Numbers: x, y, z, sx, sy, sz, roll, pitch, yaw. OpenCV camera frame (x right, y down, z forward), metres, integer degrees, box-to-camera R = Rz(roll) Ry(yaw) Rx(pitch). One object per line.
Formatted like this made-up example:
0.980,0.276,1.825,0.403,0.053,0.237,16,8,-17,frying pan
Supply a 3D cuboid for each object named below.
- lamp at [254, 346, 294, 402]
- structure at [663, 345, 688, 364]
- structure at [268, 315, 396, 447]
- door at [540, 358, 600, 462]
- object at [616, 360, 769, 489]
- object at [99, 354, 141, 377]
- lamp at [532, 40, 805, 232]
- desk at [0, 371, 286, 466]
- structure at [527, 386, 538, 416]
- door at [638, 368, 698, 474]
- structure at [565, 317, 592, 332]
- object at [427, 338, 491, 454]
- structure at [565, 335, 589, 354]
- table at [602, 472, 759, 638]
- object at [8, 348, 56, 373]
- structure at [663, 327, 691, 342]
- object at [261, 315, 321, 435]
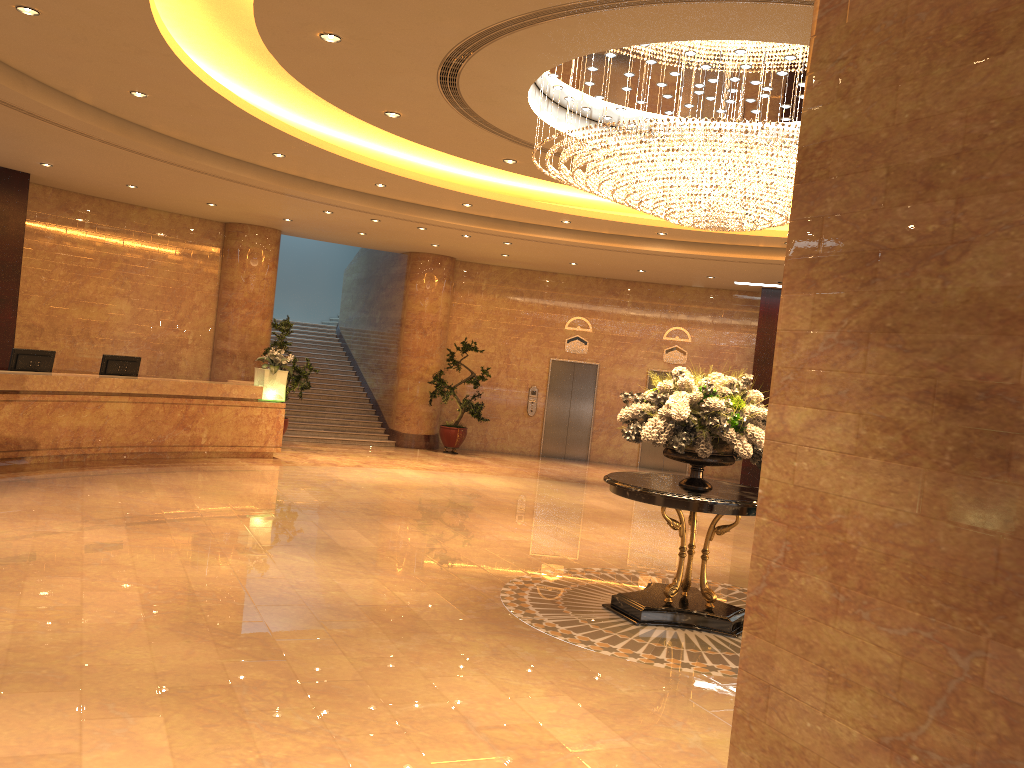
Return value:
-3.860,-0.182,14.428,0.532,0.897,0.606,7,2,43,lamp
3.497,-0.629,18.969,0.504,0.405,0.012,6,1,10,structure
-4.733,-1.831,20.458,9.849,5.560,7.472,5,2,-26,structure
1.245,0.559,19.205,1.070,2.145,0.150,6,1,-1,door
1.547,0.351,7.375,1.318,0.999,1.277,6,1,5,object
-5.748,-0.169,12.991,0.531,0.500,0.430,6,1,-18,object
1.779,-1.885,7.403,3.204,1.196,3.206,6,1,11,lamp
-6.242,0.496,9.025,3.466,1.155,12.951,6,1,8,desk
0.443,0.370,19.098,0.200,0.661,0.053,6,1,-4,structure
3.351,0.790,19.052,1.070,2.149,0.150,6,1,10,door
1.447,-1.301,19.118,0.600,0.293,0.010,6,1,-1,structure
-1.068,0.234,17.830,1.250,2.363,0.843,6,1,-4,object
1.399,-0.857,19.130,0.504,0.405,0.012,6,1,-1,structure
1.455,1.388,7.430,1.493,1.089,1.493,5,2,-33,table
-6.430,-0.216,11.864,0.531,0.500,0.430,6,1,-23,object
3.543,-1.073,18.957,0.600,0.293,0.010,6,1,10,structure
-4.112,-0.045,15.857,1.250,2.363,0.843,7,2,45,object
